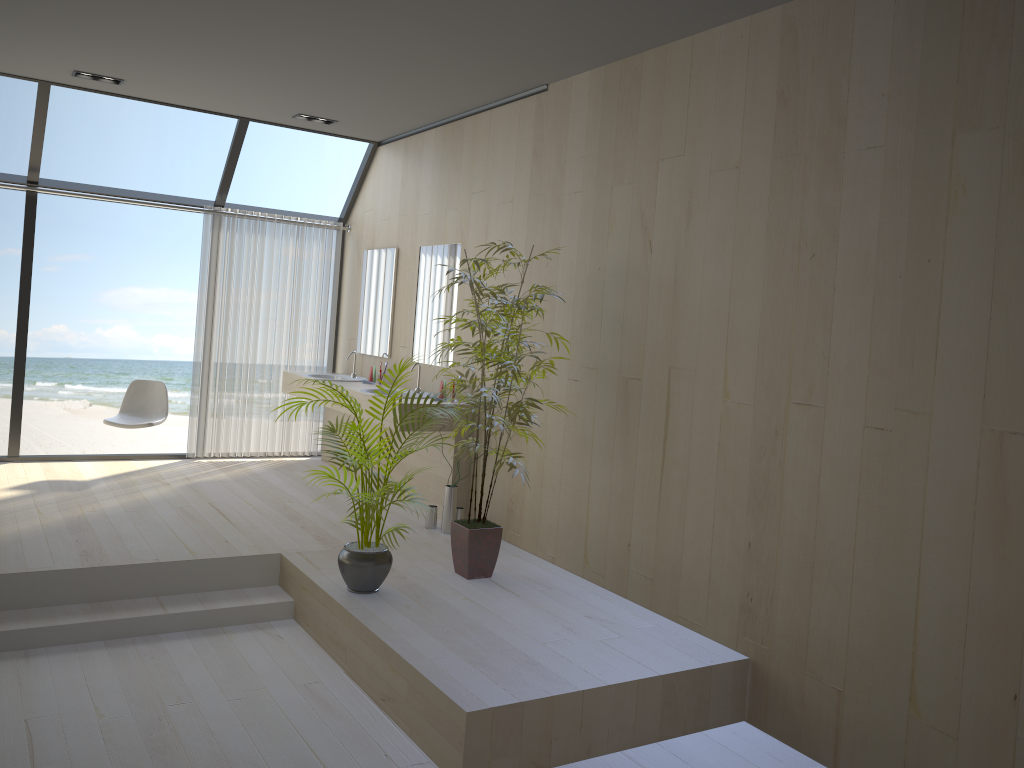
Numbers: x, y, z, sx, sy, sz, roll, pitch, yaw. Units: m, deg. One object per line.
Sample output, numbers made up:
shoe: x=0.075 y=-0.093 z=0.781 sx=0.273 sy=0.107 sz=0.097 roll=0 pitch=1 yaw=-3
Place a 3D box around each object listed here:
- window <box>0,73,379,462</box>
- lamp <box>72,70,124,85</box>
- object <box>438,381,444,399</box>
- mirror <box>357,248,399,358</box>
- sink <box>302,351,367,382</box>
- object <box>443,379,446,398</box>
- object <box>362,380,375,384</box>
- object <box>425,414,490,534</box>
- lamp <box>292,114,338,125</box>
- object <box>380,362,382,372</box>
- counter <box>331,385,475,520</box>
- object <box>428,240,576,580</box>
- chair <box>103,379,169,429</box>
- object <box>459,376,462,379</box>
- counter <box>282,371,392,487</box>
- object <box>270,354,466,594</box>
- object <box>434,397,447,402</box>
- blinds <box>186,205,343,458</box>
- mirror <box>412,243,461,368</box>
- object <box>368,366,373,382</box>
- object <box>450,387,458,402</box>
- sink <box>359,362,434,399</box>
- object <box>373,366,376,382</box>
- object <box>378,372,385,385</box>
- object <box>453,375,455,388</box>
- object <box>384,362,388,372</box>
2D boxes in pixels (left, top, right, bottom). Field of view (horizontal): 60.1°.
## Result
window: x=-3.341 y=-0.781 z=6.536 sx=4.553 sy=2.811 sz=0.747 roll=2 pitch=1 yaw=-32
lamp: x=-2.759 y=-2.094 z=5.906 sx=0.300 sy=0.112 sz=0.164 roll=2 pitch=3 yaw=-32
object: x=-0.471 y=0.045 z=5.904 sx=0.039 sy=0.135 sz=0.039 roll=4 pitch=1 yaw=10
mirror: x=-1.105 y=-0.668 z=7.240 sx=0.023 sy=0.868 sz=0.655 roll=4 pitch=2 yaw=-32
sink: x=-1.425 y=-0.063 z=7.133 sx=0.503 sy=0.419 sz=0.575 roll=3 pitch=3 yaw=-28
object: x=-0.463 y=0.038 z=6.017 sx=0.039 sy=0.135 sz=0.039 roll=4 pitch=1 yaw=10
object: x=-1.109 y=-0.016 z=6.849 sx=0.104 sy=0.029 sz=0.032 roll=5 pitch=2 yaw=9
object: x=-0.318 y=0.555 z=5.598 sx=0.406 sy=0.748 sz=0.274 roll=3 pitch=1 yaw=-44
lamp: x=-1.486 y=-2.053 z=6.695 sx=0.300 sy=0.112 sz=0.164 roll=2 pitch=3 yaw=-32
object: x=-1.018 y=-0.084 z=6.849 sx=0.012 sy=0.178 sz=0.050 roll=4 pitch=1 yaw=7
counter: x=-0.801 y=0.464 z=6.165 sx=0.549 sy=0.790 sz=1.209 roll=3 pitch=3 yaw=-32
object: x=-0.077 y=0.129 z=4.622 sx=0.786 sy=1.755 sz=0.937 roll=4 pitch=1 yaw=-7
chair: x=-2.831 y=0.156 z=6.715 sx=0.369 sy=0.347 sz=0.455 roll=4 pitch=3 yaw=-3
object: x=-0.366 y=0.032 z=5.854 sx=0.054 sy=0.175 sz=0.012 roll=4 pitch=0 yaw=-6
counter: x=-1.433 y=0.348 z=7.190 sx=0.549 sy=0.790 sz=1.209 roll=3 pitch=3 yaw=-32
object: x=-0.712 y=0.398 z=4.195 sx=0.916 sy=1.156 sz=0.752 roll=4 pitch=1 yaw=2
object: x=-0.476 y=0.099 z=5.823 sx=0.104 sy=0.029 sz=0.032 roll=5 pitch=2 yaw=9
blinds: x=-2.094 y=-0.415 z=7.554 sx=1.181 sy=2.069 sz=0.084 roll=3 pitch=1 yaw=-32
mirror: x=-0.539 y=-0.568 z=6.373 sx=0.023 sy=0.868 sz=0.655 roll=4 pitch=2 yaw=-32
object: x=-1.103 y=-0.071 z=6.929 sx=0.039 sy=0.135 sz=0.039 roll=4 pitch=1 yaw=17
object: x=-0.385 y=0.072 z=5.853 sx=0.058 sy=0.100 sz=0.059 roll=4 pitch=1 yaw=-22
sink: x=-0.793 y=0.053 z=6.108 sx=0.503 sy=0.419 sz=0.575 roll=3 pitch=3 yaw=-28
object: x=-1.095 y=-0.078 z=7.043 sx=0.039 sy=0.135 sz=0.039 roll=4 pitch=1 yaw=17
object: x=-1.017 y=-0.043 z=6.879 sx=0.058 sy=0.100 sz=0.058 roll=4 pitch=1 yaw=-25
object: x=-0.386 y=0.032 z=5.823 sx=0.012 sy=0.178 sz=0.050 roll=4 pitch=1 yaw=7
object: x=-0.999 y=-0.083 z=6.880 sx=0.054 sy=0.175 sz=0.012 roll=4 pitch=0 yaw=-6
